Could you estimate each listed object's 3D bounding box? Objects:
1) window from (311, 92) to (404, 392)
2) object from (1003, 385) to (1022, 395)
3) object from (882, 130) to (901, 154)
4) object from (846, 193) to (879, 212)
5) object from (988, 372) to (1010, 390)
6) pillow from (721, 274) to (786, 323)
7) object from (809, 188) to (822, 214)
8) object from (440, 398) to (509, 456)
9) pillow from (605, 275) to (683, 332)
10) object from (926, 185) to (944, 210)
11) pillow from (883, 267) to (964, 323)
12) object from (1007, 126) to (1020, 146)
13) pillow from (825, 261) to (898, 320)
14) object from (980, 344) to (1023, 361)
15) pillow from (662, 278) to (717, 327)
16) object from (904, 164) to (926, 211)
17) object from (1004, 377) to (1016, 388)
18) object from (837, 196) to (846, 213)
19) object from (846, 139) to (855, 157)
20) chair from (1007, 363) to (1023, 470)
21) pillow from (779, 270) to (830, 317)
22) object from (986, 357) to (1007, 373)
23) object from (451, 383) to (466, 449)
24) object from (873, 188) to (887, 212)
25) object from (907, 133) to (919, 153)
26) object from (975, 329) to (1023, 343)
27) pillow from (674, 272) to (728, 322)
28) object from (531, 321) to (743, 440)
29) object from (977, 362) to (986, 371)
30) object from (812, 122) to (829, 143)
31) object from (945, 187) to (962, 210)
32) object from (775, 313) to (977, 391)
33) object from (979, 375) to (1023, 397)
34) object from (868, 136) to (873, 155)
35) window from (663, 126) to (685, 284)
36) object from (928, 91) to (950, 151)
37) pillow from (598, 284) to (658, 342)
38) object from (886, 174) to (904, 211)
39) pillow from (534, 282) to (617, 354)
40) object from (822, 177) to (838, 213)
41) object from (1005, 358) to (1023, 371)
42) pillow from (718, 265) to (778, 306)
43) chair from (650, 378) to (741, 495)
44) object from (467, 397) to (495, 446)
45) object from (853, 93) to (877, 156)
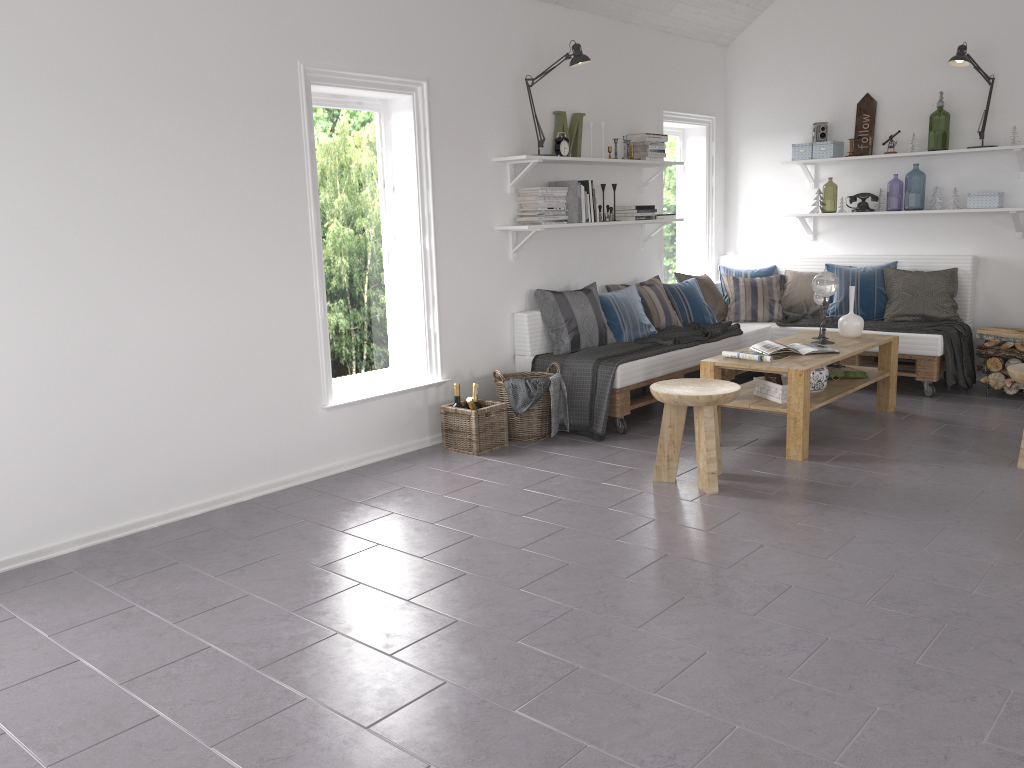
[{"bbox_3d":[-0.896,-0.774,4.947,0.117,1.655,0.685,7,14,40],"label":"window"},{"bbox_3d":[3.476,-0.005,6.048,0.095,0.063,0.562,8,14,41],"label":"object"},{"bbox_3d":[2.810,-1.786,6.580,0.092,0.172,0.177,0,11,9],"label":"object"},{"bbox_3d":[2.670,-1.386,6.770,0.171,0.146,0.203,-7,12,-24],"label":"object"},{"bbox_3d":[3.424,-0.050,6.118,0.118,0.142,0.520,9,15,44],"label":"object"},{"bbox_3d":[1.926,-0.671,7.040,0.516,0.392,0.358,0,11,10],"label":"pillow"},{"bbox_3d":[2.414,-1.442,6.973,0.107,0.195,0.113,-11,14,-41],"label":"object"},{"bbox_3d":[-0.216,0.248,5.126,0.276,0.270,0.276,7,14,40],"label":"object"},{"bbox_3d":[0.973,-0.547,6.409,0.546,0.438,0.316,-10,13,-36],"label":"pillow"},{"bbox_3d":[3.089,-1.359,6.459,0.103,0.178,0.097,-1,11,4],"label":"object"},{"bbox_3d":[2.950,-0.635,6.385,0.519,0.395,0.334,2,11,19],"label":"pillow"},{"bbox_3d":[3.421,-1.690,6.042,0.072,0.142,0.073,-5,11,-16],"label":"object"},{"bbox_3d":[2.616,-0.696,6.647,0.526,0.428,0.311,2,11,20],"label":"pillow"},{"bbox_3d":[3.360,-0.194,5.851,0.480,0.104,0.126,8,15,42],"label":"object"},{"bbox_3d":[1.309,-0.581,6.701,0.523,0.408,0.341,-9,13,-32],"label":"pillow"},{"bbox_3d":[2.946,-1.438,6.481,0.137,0.335,0.137,4,12,30],"label":"object"},{"bbox_3d":[3.453,-0.044,6.044,0.057,0.050,0.561,7,14,40],"label":"object"},{"bbox_3d":[2.533,-1.378,6.804,0.072,0.124,0.068,3,12,25],"label":"object"},{"bbox_3d":[2.581,-1.800,6.744,0.085,0.152,0.085,-7,12,-24],"label":"object"},{"bbox_3d":[2.695,0.165,4.417,0.431,0.479,0.431,6,14,37],"label":"chair"},{"bbox_3d":[2.317,-0.686,6.929,0.521,0.381,0.366,6,14,37],"label":"pillow"},{"bbox_3d":[3.388,-0.169,6.122,0.103,0.107,0.516,7,14,39],"label":"object"},{"bbox_3d":[-0.309,0.181,5.107,0.095,0.377,0.095,-4,11,-12],"label":"object"},{"bbox_3d":[2.791,-1.397,6.720,0.007,0.176,0.127,-12,15,-42],"label":"object"},{"bbox_3d":[2.911,-1.749,6.431,0.075,0.147,0.075,0,11,8],"label":"object"},{"bbox_3d":[3.368,-0.305,5.858,0.571,0.079,0.115,8,14,41],"label":"object"},{"bbox_3d":[1.526,-0.684,7.045,0.545,0.438,0.334,-12,15,-43],"label":"pillow"},{"bbox_3d":[0.906,-0.103,5.995,0.685,0.533,1.892,7,14,40],"label":"object"},{"bbox_3d":[3.442,-0.082,5.990,0.539,0.070,0.101,8,14,41],"label":"object"},{"bbox_3d":[2.415,-1.965,6.929,0.121,0.157,0.117,-2,11,1],"label":"object"},{"bbox_3d":[3.168,-1.333,6.352,0.093,0.161,0.088,-11,14,-39],"label":"object"},{"bbox_3d":[2.625,-0.255,6.544,1.449,0.508,0.716,4,12,30],"label":"object"},{"bbox_3d":[3.493,0.008,6.064,0.456,0.118,0.478,7,14,40],"label":"object"},{"bbox_3d":[2.695,-1.788,6.670,0.052,0.148,0.052,-1,11,3],"label":"object"},{"bbox_3d":[1.246,-1.314,7.404,0.052,1.655,0.685,7,14,40],"label":"window"},{"bbox_3d":[3.047,-1.869,6.320,0.136,0.415,0.136,-5,11,-15],"label":"object"},{"bbox_3d":[0.746,-0.462,6.112,0.525,0.401,0.331,-8,12,-29],"label":"pillow"},{"bbox_3d":[2.844,-1.421,6.584,0.111,0.270,0.111,-8,12,-30],"label":"object"},{"bbox_3d":[0.416,-0.424,5.804,0.534,0.444,0.301,-9,13,-32],"label":"pillow"},{"bbox_3d":[2.471,-1.467,6.893,0.111,0.270,0.111,-8,12,-30],"label":"object"},{"bbox_3d":[3.458,-0.156,6.030,0.110,0.109,0.463,7,14,39],"label":"object"},{"bbox_3d":[1.963,-0.765,7.321,0.534,0.437,0.287,1,11,14],"label":"pillow"},{"bbox_3d":[0.889,0.247,4.310,0.431,0.479,0.431,7,14,38],"label":"chair"},{"bbox_3d":[-0.187,0.213,5.066,0.095,0.332,0.284,2,11,20],"label":"object"},{"bbox_3d":[2.693,-1.973,6.768,0.053,0.480,0.154,-12,15,-43],"label":"object"}]
